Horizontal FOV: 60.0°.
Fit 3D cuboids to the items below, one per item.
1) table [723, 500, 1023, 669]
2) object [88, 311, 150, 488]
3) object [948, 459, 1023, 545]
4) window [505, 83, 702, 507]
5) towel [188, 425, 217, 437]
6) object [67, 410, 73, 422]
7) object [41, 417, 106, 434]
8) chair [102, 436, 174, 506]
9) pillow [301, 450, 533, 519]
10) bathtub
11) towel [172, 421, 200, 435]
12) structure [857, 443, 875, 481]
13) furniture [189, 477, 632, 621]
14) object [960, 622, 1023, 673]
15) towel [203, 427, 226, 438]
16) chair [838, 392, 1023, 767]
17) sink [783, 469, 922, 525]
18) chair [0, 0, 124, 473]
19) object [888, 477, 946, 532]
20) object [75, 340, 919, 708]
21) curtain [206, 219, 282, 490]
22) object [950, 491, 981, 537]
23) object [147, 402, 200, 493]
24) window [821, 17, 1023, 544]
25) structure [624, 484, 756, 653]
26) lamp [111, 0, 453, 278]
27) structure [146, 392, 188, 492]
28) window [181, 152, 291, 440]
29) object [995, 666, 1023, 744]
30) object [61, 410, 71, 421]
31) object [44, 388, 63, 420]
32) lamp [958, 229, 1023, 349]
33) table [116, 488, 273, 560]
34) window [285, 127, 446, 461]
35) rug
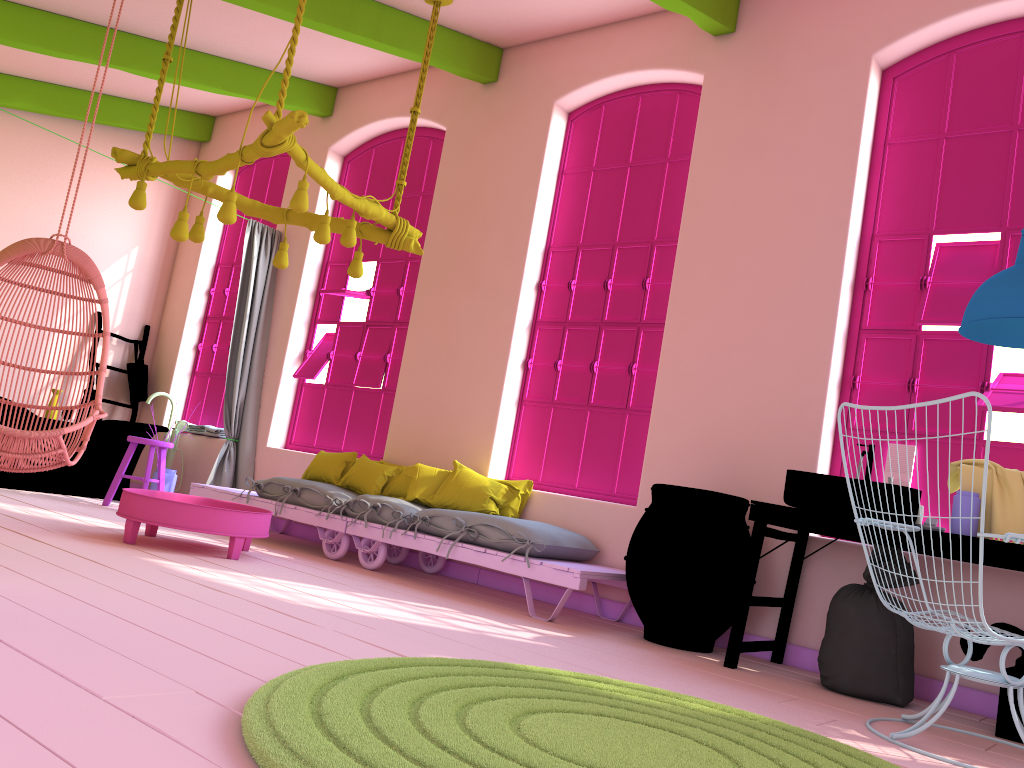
[{"bbox_3d":[2.142,1.097,3.911,2.191,0.819,0.656,4,-9,39],"label":"table"},{"bbox_3d":[-4.010,0.196,8.904,0.409,1.762,0.604,5,-9,39],"label":"object"},{"bbox_3d":[2.306,0.555,4.021,0.633,0.368,0.445,4,-9,39],"label":"object"},{"bbox_3d":[0.676,-0.702,6.259,1.274,3.043,0.072,4,-9,39],"label":"window"},{"bbox_3d":[-3.026,0.452,8.723,0.262,0.102,0.248,6,-8,30],"label":"towel"},{"bbox_3d":[-3.915,0.305,7.814,0.069,0.170,0.069,14,-8,-31],"label":"object"},{"bbox_3d":[-3.991,0.349,7.776,1.323,0.068,0.360,4,-9,39],"label":"object"},{"bbox_3d":[-3.037,0.738,7.232,0.446,0.592,0.473,9,-7,8],"label":"chair"},{"bbox_3d":[-0.792,0.695,6.409,1.996,0.398,0.579,4,-9,39],"label":"pillow"},{"bbox_3d":[-4.007,0.562,7.776,0.826,0.739,1.892,4,-9,39],"label":"bathtub"},{"bbox_3d":[-3.234,0.437,8.891,0.247,0.102,0.263,4,-9,40],"label":"towel"},{"bbox_3d":[1.729,0.487,4.414,0.167,0.396,0.087,16,-9,-41],"label":"structure"},{"bbox_3d":[-0.892,1.020,6.186,3.774,0.506,0.909,4,-9,39],"label":"furniture"},{"bbox_3d":[2.282,1.292,3.823,0.672,0.447,0.301,8,-7,15],"label":"object"},{"bbox_3d":[-2.818,0.466,8.553,0.247,0.102,0.263,5,-9,35],"label":"towel"},{"bbox_3d":[1.742,0.741,3.322,0.925,1.237,1.079,12,-7,-16],"label":"chair"},{"bbox_3d":[1.619,0.547,4.244,0.609,0.194,0.340,4,-9,39],"label":"sink"},{"bbox_3d":[-2.497,-1.052,5.012,0.861,3.125,0.806,14,-8,-31],"label":"chair"},{"bbox_3d":[1.930,0.580,4.261,0.165,0.249,0.411,12,-7,-15],"label":"object"},{"bbox_3d":[-1.807,0.253,5.717,7.861,1.578,2.832,4,-9,39],"label":"object"},{"bbox_3d":[-2.394,-0.125,8.026,0.519,2.782,0.525,14,-8,-31],"label":"curtain"},{"bbox_3d":[2.023,0.581,3.957,0.109,0.197,0.109,6,-8,31],"label":"object"},{"bbox_3d":[-3.026,0.606,7.778,0.451,0.986,0.277,11,-7,-7],"label":"object"},{"bbox_3d":[2.590,-0.558,4.721,1.496,2.999,0.493,4,-9,39],"label":"window"},{"bbox_3d":[0.971,1.004,4.859,0.718,0.843,0.719,9,-7,7],"label":"structure"},{"bbox_3d":[-1.508,-1.846,5.538,1.774,2.261,1.613,7,-7,21],"label":"lamp"},{"bbox_3d":[-3.360,0.620,8.552,0.452,1.060,0.254,11,-7,-7],"label":"structure"},{"bbox_3d":[-2.714,-0.941,8.992,1.274,3.043,0.072,4,-9,39],"label":"window"},{"bbox_3d":[2.359,1.384,3.696,0.521,0.276,0.447,4,-9,39],"label":"object"},{"bbox_3d":[-3.849,0.294,7.635,0.069,0.170,0.069,14,-8,-31],"label":"object"},{"bbox_3d":[-3.993,0.204,7.711,0.097,0.320,0.097,16,-9,-39],"label":"object"},{"bbox_3d":[2.394,-1.189,3.948,0.529,1.999,0.529,12,-7,-19],"label":"lamp"},{"bbox_3d":[-1.917,0.845,5.356,0.886,0.285,0.886,13,-8,-25],"label":"table"},{"bbox_3d":[-1.231,-0.827,7.796,1.513,3.005,0.552,4,-9,39],"label":"window"},{"bbox_3d":[0.288,0.952,2.269,1.888,0.050,1.892,6,-8,26],"label":"rug"}]
